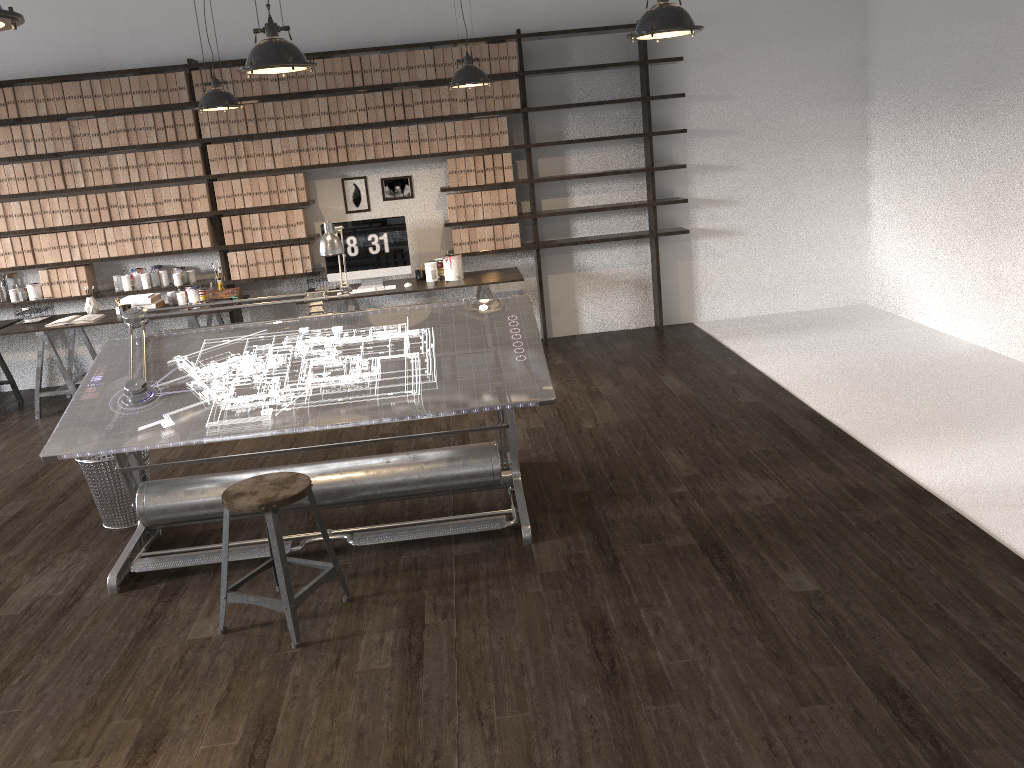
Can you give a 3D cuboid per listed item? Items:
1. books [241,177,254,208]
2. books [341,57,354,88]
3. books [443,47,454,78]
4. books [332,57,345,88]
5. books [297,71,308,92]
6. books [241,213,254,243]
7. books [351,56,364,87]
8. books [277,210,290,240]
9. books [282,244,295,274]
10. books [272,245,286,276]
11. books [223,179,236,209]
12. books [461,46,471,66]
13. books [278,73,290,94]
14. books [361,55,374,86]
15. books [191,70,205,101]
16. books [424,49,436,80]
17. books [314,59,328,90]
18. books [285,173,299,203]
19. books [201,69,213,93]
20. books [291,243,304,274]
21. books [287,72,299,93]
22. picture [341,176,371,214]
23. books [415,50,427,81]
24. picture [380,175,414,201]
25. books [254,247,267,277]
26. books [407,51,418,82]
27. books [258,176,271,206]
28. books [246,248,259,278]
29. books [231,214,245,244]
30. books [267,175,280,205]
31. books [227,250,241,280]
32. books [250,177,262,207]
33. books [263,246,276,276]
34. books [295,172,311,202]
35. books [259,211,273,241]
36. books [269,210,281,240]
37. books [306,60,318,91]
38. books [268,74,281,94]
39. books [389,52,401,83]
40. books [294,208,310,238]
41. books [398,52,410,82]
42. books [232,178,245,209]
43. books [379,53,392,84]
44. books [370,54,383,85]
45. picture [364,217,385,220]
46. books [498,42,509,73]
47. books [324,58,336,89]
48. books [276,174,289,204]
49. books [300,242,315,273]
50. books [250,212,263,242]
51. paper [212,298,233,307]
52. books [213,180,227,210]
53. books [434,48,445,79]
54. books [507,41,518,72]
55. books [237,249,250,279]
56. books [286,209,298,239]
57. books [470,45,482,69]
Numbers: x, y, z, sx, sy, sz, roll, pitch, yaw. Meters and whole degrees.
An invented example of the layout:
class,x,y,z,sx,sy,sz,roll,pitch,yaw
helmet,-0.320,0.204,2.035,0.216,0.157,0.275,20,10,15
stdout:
class,x,y,z,sx,sy,sz,roll,pitch,yaw
books,-2.047,-1.494,6.919,0.067,0.223,0.176,-6,14,-3
books,-1.254,-2.382,6.788,0.067,0.223,0.176,-6,14,-3
books,-0.488,-2.467,6.829,0.067,0.223,0.176,-6,14,-3
books,-1.319,-2.374,6.782,0.067,0.223,0.176,-6,14,-3
books,-1.595,-2.344,6.771,0.067,0.223,0.176,-6,14,-3
books,-2.067,-1.226,6.979,0.067,0.223,0.176,-6,14,-3
books,-1.180,-2.389,6.786,0.067,0.223,0.176,-6,14,-3
books,-1.788,-1.255,6.988,0.067,0.223,0.176,-6,14,-3
books,-1.768,-0.990,7.054,0.067,0.223,0.176,-6,14,-3
books,-1.842,-0.980,7.045,0.067,0.223,0.176,-6,14,-3
books,-2.188,-1.479,6.913,0.067,0.223,0.176,-6,14,-3
books,-0.347,-2.481,6.829,0.067,0.223,0.176,-6,14,-3
books,-1.734,-2.327,6.758,0.067,0.223,0.176,-6,14,-3
books,-1.106,-2.398,6.796,0.067,0.223,0.176,-6,14,-3
books,-2.361,-2.259,6.730,0.067,0.223,0.176,-6,14,-3
books,-0.627,-2.450,6.816,0.067,0.223,0.176,-6,14,-3
books,-1.454,-2.358,6.771,0.067,0.223,0.176,-6,14,-3
books,-1.710,-1.531,6.935,0.067,0.223,0.176,-6,14,-3
books,-2.287,-2.266,6.728,0.067,0.223,0.176,-6,14,-3
books,-1.697,-0.997,7.053,0.067,0.223,0.176,-6,14,-3
books,-1.664,-2.336,6.765,0.067,0.223,0.176,-6,14,-3
picture,-1.258,-1.526,7.146,0.201,0.281,0.022,-6,13,-4
books,-0.699,-2.442,6.814,0.067,0.223,0.176,-6,14,-3
picture,-0.928,-1.582,7.158,0.251,0.181,0.023,-6,13,-3
books,-1.981,-0.966,7.040,0.067,0.223,0.176,-6,14,-3
books,-0.762,-2.436,6.812,0.067,0.223,0.176,-6,14,-3
books,-1.918,-1.508,6.922,0.067,0.223,0.176,-6,14,-3
books,-2.044,-0.958,7.033,0.067,0.223,0.176,-6,14,-3
books,-2.141,-1.216,6.970,0.067,0.223,0.176,-6,14,-3
books,-1.851,-1.517,6.931,0.067,0.223,0.176,-6,14,-3
books,-2.188,-0.943,7.029,0.067,0.223,0.176,-6,14,-3
books,-1.984,-1.502,6.923,0.067,0.223,0.176,-6,14,-3
books,-1.916,-0.974,7.046,0.067,0.223,0.176,-6,14,-3
books,-1.640,-1.540,6.943,0.067,0.223,0.176,-6,14,-3
books,-1.926,-1.241,6.986,0.067,0.223,0.176,-6,14,-3
books,-1.856,-1.249,6.990,0.067,0.223,0.176,-6,14,-3
books,-1.526,-2.351,6.770,0.067,0.223,0.176,-6,14,-3
books,-1.806,-2.320,6.756,0.067,0.223,0.176,-6,14,-3
books,-0.895,-2.422,6.806,0.067,0.223,0.176,-6,14,-3
books,-1.660,-1.270,6.997,0.067,0.223,0.176,-6,14,-3
books,-0.828,-2.427,6.804,0.067,0.223,0.176,-6,14,-3
books,-2.118,-1.486,6.913,0.067,0.223,0.176,-6,14,-3
books,-0.965,-2.414,6.803,0.067,0.223,0.176,-6,14,-3
books,-1.035,-2.405,6.795,0.067,0.223,0.176,-6,14,-3
picture,-1.123,-1.256,7.215,0.251,0.181,0.023,-6,13,-3
books,-0.069,-2.513,6.851,0.067,0.223,0.176,-6,14,-3
books,-1.382,-2.366,6.775,0.067,0.223,0.176,-6,14,-3
books,-1.781,-1.524,6.935,0.067,0.223,0.176,-6,14,-3
books,-1.627,-1.006,7.061,0.067,0.223,0.176,-6,14,-3
books,-1.996,-1.233,6.978,0.067,0.223,0.176,-6,14,-3
paper,-2.200,-0.614,6.659,0.155,0.038,0.139,-2,16,11
books,-2.258,-1.472,6.911,0.067,0.223,0.176,-6,14,-3
books,-0.558,-2.459,6.823,0.067,0.223,0.176,-6,14,-3
books,0.000,-2.520,6.850,0.067,0.223,0.176,-6,14,-3
books,-2.115,-0.950,7.029,0.067,0.223,0.176,-6,14,-3
books,-1.722,-1.264,6.996,0.067,0.223,0.176,-6,14,-3
books,-0.275,-2.489,6.833,0.067,0.223,0.176,-6,14,-3
